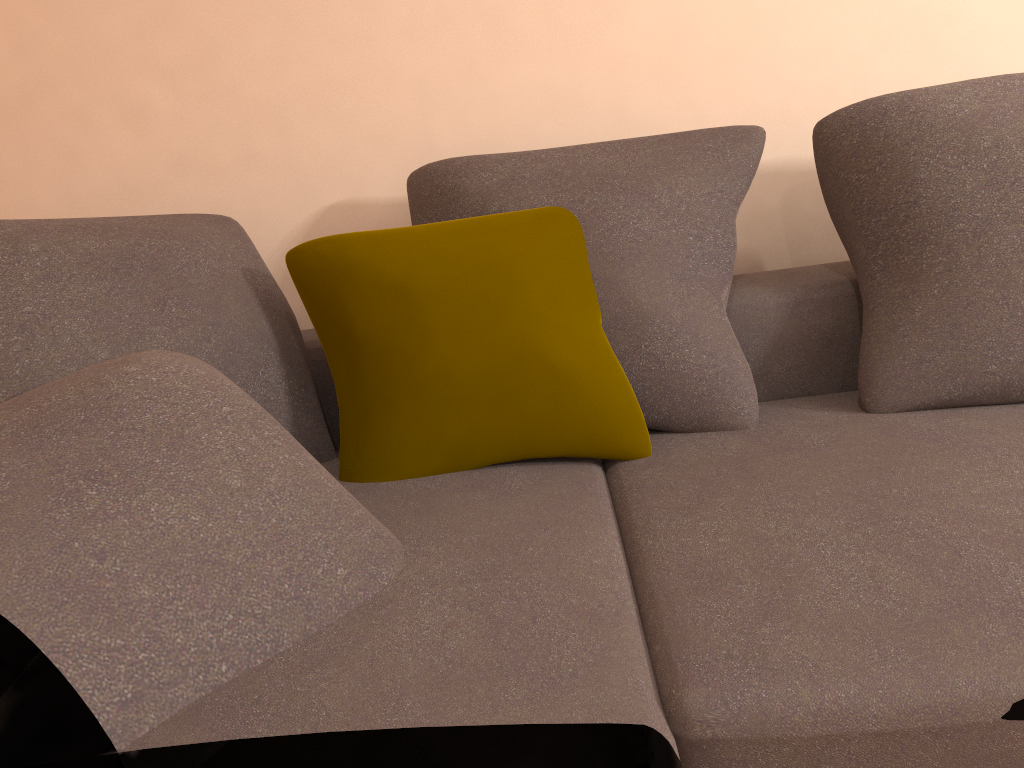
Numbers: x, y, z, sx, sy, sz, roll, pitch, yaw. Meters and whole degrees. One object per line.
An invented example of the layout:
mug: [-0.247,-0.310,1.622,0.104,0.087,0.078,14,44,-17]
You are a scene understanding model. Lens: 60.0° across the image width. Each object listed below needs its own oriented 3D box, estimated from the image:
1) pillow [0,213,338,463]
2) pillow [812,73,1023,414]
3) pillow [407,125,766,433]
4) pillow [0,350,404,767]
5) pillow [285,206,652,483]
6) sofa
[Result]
pillow: [-0.697,-0.054,1.640,0.483,0.578,0.806,6,21,41]
pillow: [1.000,-0.282,1.662,0.783,0.590,0.459,-6,16,7]
pillow: [0.131,-0.202,1.843,0.787,0.576,0.431,-3,16,17]
pillow: [-0.533,0.219,1.108,0.645,0.415,0.792,6,20,40]
pillow: [-0.080,-0.058,1.651,0.631,0.486,0.335,-9,15,-4]
sofa: [0.692,0.354,1.198,3.565,0.776,1.906,-7,15,3]
